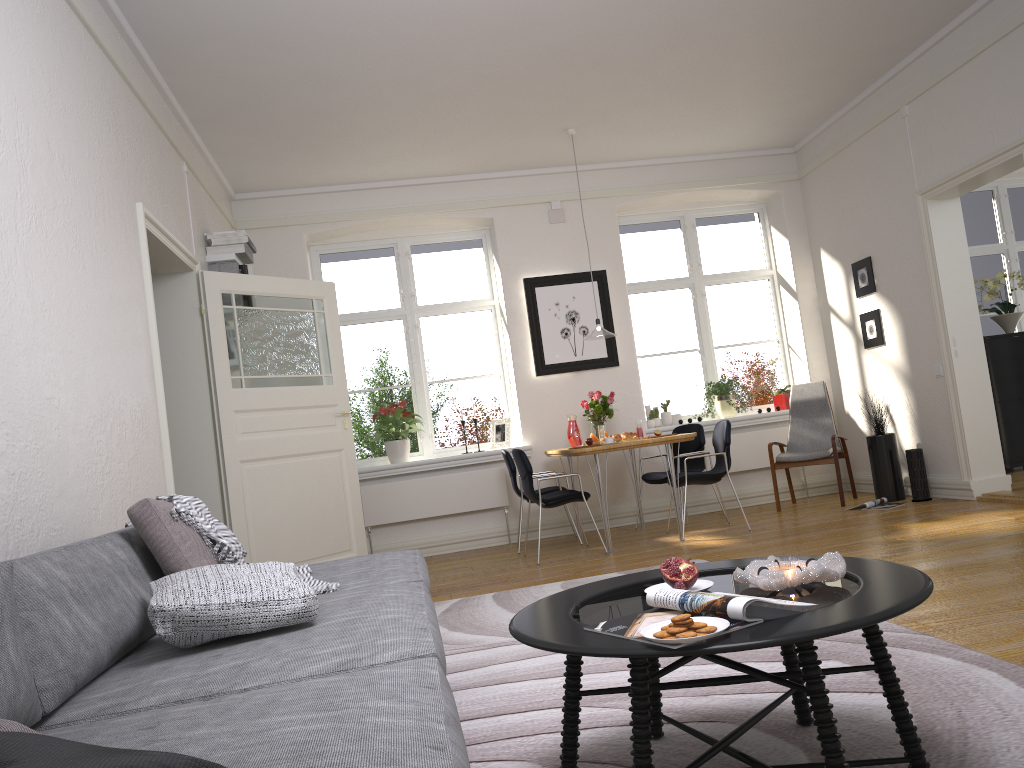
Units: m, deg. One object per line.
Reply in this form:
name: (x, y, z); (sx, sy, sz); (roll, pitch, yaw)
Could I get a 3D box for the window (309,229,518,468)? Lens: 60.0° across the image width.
window: (-1.428, 0.155, 10.444); (2.024, 2.473, 5.306); (-7, -4, -9)

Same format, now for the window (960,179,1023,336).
window: (5.093, -1.069, 8.974); (1.617, 2.004, 0.077); (-7, -3, -10)

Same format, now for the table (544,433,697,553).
table: (0.827, 0.815, 6.736); (0.918, 0.744, 1.490); (-7, -4, -8)

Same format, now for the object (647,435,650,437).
object: (1.030, 0.398, 6.690); (0.039, 0.020, 0.058); (-6, -4, -27)

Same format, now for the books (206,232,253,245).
books: (-1.965, -1.000, 6.180); (0.260, 0.030, 0.302); (-7, -4, -9)

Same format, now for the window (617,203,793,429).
window: (136.105, -23.434, 182.348); (499.772, 104.374, 295.432); (-7, -4, -9)

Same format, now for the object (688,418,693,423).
object: (1.587, 0.325, 7.900); (0.042, 0.048, 0.042); (-8, -4, -2)

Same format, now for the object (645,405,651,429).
object: (1.264, 0.303, 8.161); (0.050, 0.213, 0.052); (-11, -5, 41)

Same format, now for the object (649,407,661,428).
object: (1.287, 0.303, 8.003); (0.110, 0.185, 0.100); (-9, -4, 14)

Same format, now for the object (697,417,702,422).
object: (1.677, 0.314, 7.916); (0.042, 0.048, 0.042); (-8, -4, -2)

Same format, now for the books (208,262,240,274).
books: (-1.961, -0.668, 6.071); (0.192, 0.307, 0.064); (-7, -3, -10)

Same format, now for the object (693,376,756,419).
object: (1.912, 0.121, 8.057); (0.484, 0.385, 0.553); (-11, -5, 42)

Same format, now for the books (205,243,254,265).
books: (-1.972, -0.900, 6.201); (0.260, 0.065, 0.349); (-7, -4, -8)

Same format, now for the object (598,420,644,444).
object: (0.793, 0.354, 6.469); (0.328, 0.141, 0.048); (-9, -4, 18)

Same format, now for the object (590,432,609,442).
object: (0.677, 0.410, 6.901); (0.070, 0.074, 0.198); (-11, -5, 40)

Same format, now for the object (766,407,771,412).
object: (2.326, 0.232, 8.025); (0.042, 0.048, 0.042); (-8, -4, -2)

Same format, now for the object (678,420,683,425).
object: (1.501, 0.336, 7.885); (0.042, 0.048, 0.042); (-8, -4, -2)

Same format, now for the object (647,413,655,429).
object: (1.240, 0.329, 7.924); (0.071, 0.137, 0.072); (-8, -4, 11)

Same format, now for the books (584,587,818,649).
books: (0.380, 0.455, 1.817); (0.379, 0.048, 0.300); (-6, -4, -30)

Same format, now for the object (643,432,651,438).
object: (0.982, 0.390, 6.675); (0.127, 0.049, 0.132); (-11, -5, 40)

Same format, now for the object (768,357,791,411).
object: (2.499, -0.006, 8.222); (0.271, 0.501, 0.155); (-6, -4, -28)

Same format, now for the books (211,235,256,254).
books: (-1.941, -0.962, 6.189); (0.251, 0.049, 0.330); (-7, -4, -8)

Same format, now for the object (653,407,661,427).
object: (1.334, 0.306, 8.158); (0.050, 0.188, 0.052); (-11, -5, 41)

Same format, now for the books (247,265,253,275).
books: (-1.939, -0.662, 6.205); (0.260, 0.309, 0.070); (-7, -3, -10)

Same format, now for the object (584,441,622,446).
object: (0.749, 0.449, 6.894); (0.351, 0.023, 0.224); (-7, -4, -9)

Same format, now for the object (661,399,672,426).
object: (1.401, 0.262, 8.060); (0.104, 0.244, 0.096); (-6, -4, -31)

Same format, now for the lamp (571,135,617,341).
lamp: (0.559, -1.251, 6.883); (0.268, 1.807, 0.260); (-6, -4, -26)

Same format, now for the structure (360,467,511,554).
structure: (-0.608, 1.191, 7.408); (1.208, 0.844, 0.094); (-7, -3, -10)

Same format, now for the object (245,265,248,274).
object: (-1.960, -0.662, 6.180); (0.260, 0.310, 0.049); (-7, -3, -10)

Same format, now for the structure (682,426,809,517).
structure: (2.063, 0.857, 7.873); (1.208, 0.844, 0.094); (-7, -3, -10)

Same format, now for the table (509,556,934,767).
table: (0.489, 0.705, 2.025); (0.951, 0.449, 0.937); (-7, -4, -11)

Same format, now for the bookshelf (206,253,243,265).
bookshelf: (-1.945, -0.440, 6.156); (0.195, 0.860, 0.338); (-7, -3, -8)

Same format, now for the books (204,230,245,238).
books: (-1.981, -1.019, 6.194); (0.267, 0.015, 0.313); (-7, -4, -9)

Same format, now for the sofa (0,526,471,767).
sofa: (-0.674, 0.696, 1.809); (1.109, 0.772, 3.039); (-7, -4, -8)

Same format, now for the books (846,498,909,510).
books: (2.743, 0.903, 6.687); (0.311, 0.048, 0.365); (-5, -5, -40)

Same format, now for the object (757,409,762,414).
object: (2.240, 0.243, 8.010); (0.042, 0.048, 0.042); (-8, -4, -2)

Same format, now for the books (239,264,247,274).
books: (-1.973, -0.661, 6.158); (0.273, 0.310, 0.062); (-7, -3, -10)

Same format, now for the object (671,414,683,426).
object: (1.497, 0.326, 8.119); (0.130, 0.097, 0.137); (-10, -4, 31)

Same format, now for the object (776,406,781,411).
object: (2.416, 0.221, 8.041); (0.042, 0.048, 0.042); (-8, -4, -2)
